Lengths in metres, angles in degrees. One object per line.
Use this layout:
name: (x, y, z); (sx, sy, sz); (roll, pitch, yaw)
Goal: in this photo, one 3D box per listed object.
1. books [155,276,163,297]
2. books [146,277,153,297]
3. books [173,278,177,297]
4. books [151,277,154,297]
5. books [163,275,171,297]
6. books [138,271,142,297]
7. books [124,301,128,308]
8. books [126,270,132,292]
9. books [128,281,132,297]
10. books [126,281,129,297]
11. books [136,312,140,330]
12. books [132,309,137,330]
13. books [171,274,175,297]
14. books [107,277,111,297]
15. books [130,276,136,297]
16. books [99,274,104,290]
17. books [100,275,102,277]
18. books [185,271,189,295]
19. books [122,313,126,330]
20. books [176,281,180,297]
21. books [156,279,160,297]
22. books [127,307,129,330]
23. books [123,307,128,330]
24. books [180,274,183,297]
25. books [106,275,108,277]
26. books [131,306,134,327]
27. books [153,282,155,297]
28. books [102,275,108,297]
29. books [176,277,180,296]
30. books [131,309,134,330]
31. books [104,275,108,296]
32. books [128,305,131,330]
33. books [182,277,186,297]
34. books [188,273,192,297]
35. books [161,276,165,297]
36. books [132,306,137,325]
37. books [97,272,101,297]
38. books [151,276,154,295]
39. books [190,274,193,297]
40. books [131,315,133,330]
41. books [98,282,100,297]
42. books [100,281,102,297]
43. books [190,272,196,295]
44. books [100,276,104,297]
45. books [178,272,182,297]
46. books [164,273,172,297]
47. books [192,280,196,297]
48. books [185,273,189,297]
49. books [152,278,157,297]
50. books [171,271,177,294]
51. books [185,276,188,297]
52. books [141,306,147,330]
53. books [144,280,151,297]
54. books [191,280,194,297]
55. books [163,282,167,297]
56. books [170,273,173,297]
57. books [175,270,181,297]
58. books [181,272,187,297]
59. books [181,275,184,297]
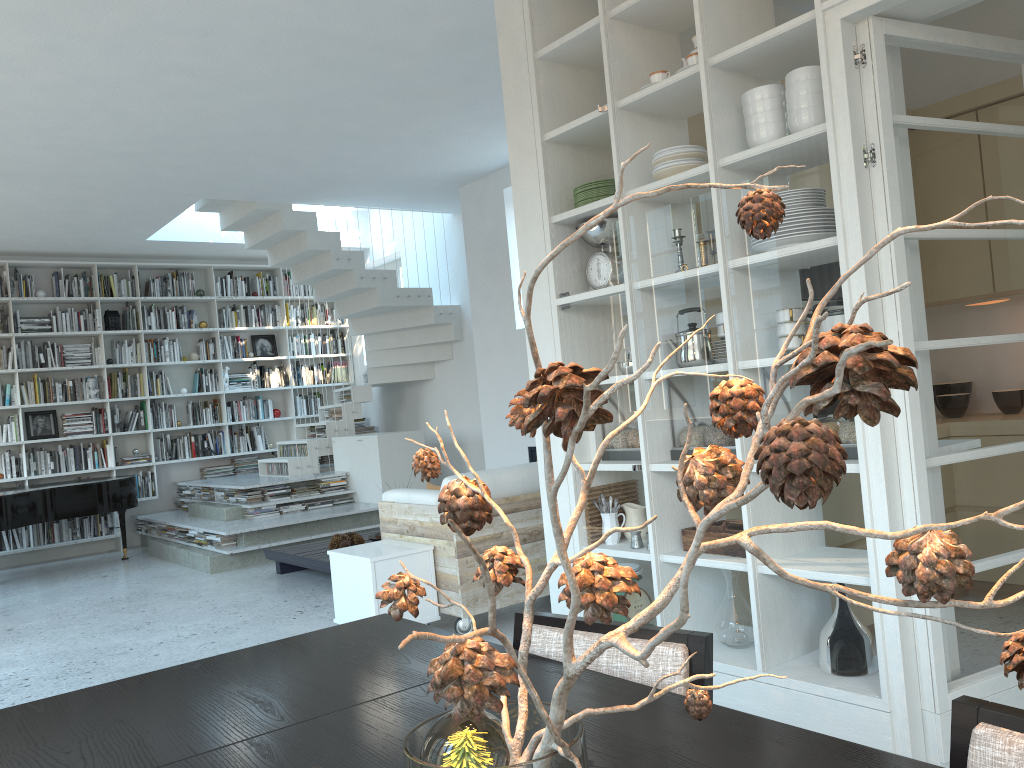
books: (-4.033, -1.091, 10.122); (0.030, 0.255, 0.161); (-5, -1, -37)
books: (-4.109, -1.079, 10.053); (0.009, 0.244, 0.173); (-5, -1, -37)
books: (-3.901, -1.089, 10.209); (0.018, 0.231, 0.160); (-5, -1, -37)
books: (-4.106, -1.079, 10.066); (0.011, 0.244, 0.172); (-5, -1, -37)
books: (-3.956, -1.099, 10.154); (0.028, 0.258, 0.185); (-5, -1, -37)
books: (-4.208, -1.102, 9.967); (0.019, 0.304, 0.176); (-5, -1, -37)
books: (-4.301, -0.744, 9.897); (0.025, 0.339, 0.143); (-5, -1, -37)
books: (-4.295, -1.107, 9.943); (0.012, 0.329, 0.128); (-5, -1, -37)
books: (-4.292, -1.039, 9.918); (0.022, 0.194, 0.182); (-5, -1, -37)
books: (-4.316, -1.042, 9.910); (0.025, 0.203, 0.162); (-5, -1, -37)
books: (-4.207, -0.690, 9.930); (0.008, 0.214, 0.224); (-5, -1, -37)
books: (-4.233, -0.705, 9.912); (0.013, 0.248, 0.186); (-5, -1, -37)
books: (-3.924, -1.114, 10.216); (0.007, 0.285, 0.159); (-5, -1, -37)
books: (-4.462, -1.046, 9.774); (0.015, 0.233, 0.171); (-5, -1, -37)
books: (-4.255, -1.072, 9.929); (0.029, 0.253, 0.186); (-5, -1, -37)
books: (-4.517, -1.064, 9.757); (0.007, 0.279, 0.150); (-5, -1, -37)
books: (-4.515, -1.055, 9.744); (0.006, 0.259, 0.166); (-5, -1, -37)
books: (-3.799, -1.142, 10.328); (0.008, 0.321, 0.133); (-5, -1, -37)
books: (-4.323, -0.680, 9.880); (0.019, 0.214, 0.156); (-5, -1, -37)
books: (-3.874, -1.077, 10.215); (0.018, 0.201, 0.188); (-5, -1, -37)
books: (-4.056, -1.074, 10.104); (0.028, 0.226, 0.163); (-5, -1, -37)
books: (-4.295, -0.711, 9.879); (0.022, 0.272, 0.181); (-5, -1, -37)
books: (-4.300, -0.712, 9.859); (0.021, 0.272, 0.190); (-5, -1, -37)
books: (-3.852, -1.118, 10.266); (0.012, 0.280, 0.144); (-5, -1, -37)
books: (-4.476, -1.059, 9.809); (0.007, 0.264, 0.133); (-5, -1, -37)
books: (-4.271, -0.721, 9.937); (0.013, 0.289, 0.131); (-5, -1, -37)
books: (-4.086, -1.051, 10.079); (0.009, 0.183, 0.160); (-5, -1, -37)
books: (-4.495, -1.057, 9.762); (0.034, 0.261, 0.157); (-5, -1, -37)
books: (-3.875, -1.101, 10.235); (0.008, 0.251, 0.170); (-5, -1, -37)
books: (-4.260, -0.706, 9.909); (0.005, 0.255, 0.158); (-5, -1, -37)
books: (-4.483, -1.058, 9.781); (0.008, 0.262, 0.142); (-5, -1, -37)
books: (-4.273, -0.721, 9.889); (0.021, 0.288, 0.179); (-5, -1, -37)
books: (-3.827, -1.106, 10.278); (0.024, 0.252, 0.150); (-5, -1, -37)
books: (-3.767, -1.133, 10.315); (0.013, 0.297, 0.188); (-5, -1, -37)
books: (-4.014, -1.093, 10.139); (0.021, 0.256, 0.169); (-5, -1, -37)
books: (-4.236, -0.726, 9.954); (0.005, 0.292, 0.130); (-5, -1, -37)
books: (-4.542, -1.072, 9.730); (0.007, 0.298, 0.181); (-5, -1, -37)
books: (-4.103, -1.085, 10.080); (0.012, 0.255, 0.133); (-5, -1, -37)
books: (-3.754, -1.125, 10.316); (0.008, 0.278, 0.180); (-5, -1, -37)
books: (-4.271, -0.683, 9.912); (0.013, 0.210, 0.140); (-5, -1, -37)
books: (-4.557, -1.023, 9.737); (0.016, 0.204, 0.143); (-5, -1, -37)
books: (-4.532, -1.020, 9.742); (0.015, 0.192, 0.160); (-5, -1, -37)
books: (-3.728, -1.141, 10.344); (0.006, 0.306, 0.163); (-5, -1, -37)
books: (-4.510, -1.045, 9.728); (0.007, 0.239, 0.191); (-5, -1, -37)
books: (-3.852, -1.128, 10.232); (0.015, 0.299, 0.183); (-5, -1, -37)
books: (-3.951, -1.116, 10.188); (0.024, 0.292, 0.167); (-5, -1, -37)
books: (-3.731, -1.092, 10.337); (0.014, 0.209, 0.188); (-5, -1, -37)
books: (-3.798, -1.132, 10.306); (0.019, 0.299, 0.137); (-5, -1, -37)
books: (-4.072, -1.075, 10.075); (0.013, 0.229, 0.174); (-5, -1, -37)
books: (-3.898, -1.130, 10.221); (0.006, 0.312, 0.179); (-5, -1, -37)
books: (-3.805, -1.111, 10.293); (0.014, 0.258, 0.149); (-5, -1, -37)
books: (-4.149, -0.728, 9.996); (0.012, 0.285, 0.159); (-5, -1, -37)
books: (-4.125, -1.058, 10.031); (0.046, 0.206, 0.183); (-5, -1, -37)
books: (-3.749, -1.093, 10.335); (0.018, 0.214, 0.157); (-5, -1, -37)
books: (-4.001, -1.061, 10.168); (0.031, 0.190, 0.132); (-5, -1, -37)
books: (-3.942, -1.118, 10.210); (0.017, 0.295, 0.139); (-5, -1, -37)
books: (-3.872, -1.141, 10.239); (0.007, 0.329, 0.183); (-5, -1, -37)
books: (-3.812, -1.135, 10.281); (0.008, 0.307, 0.183); (-5, -1, -37)
books: (-3.841, -1.116, 10.269); (0.008, 0.275, 0.163); (-5, -1, -37)
